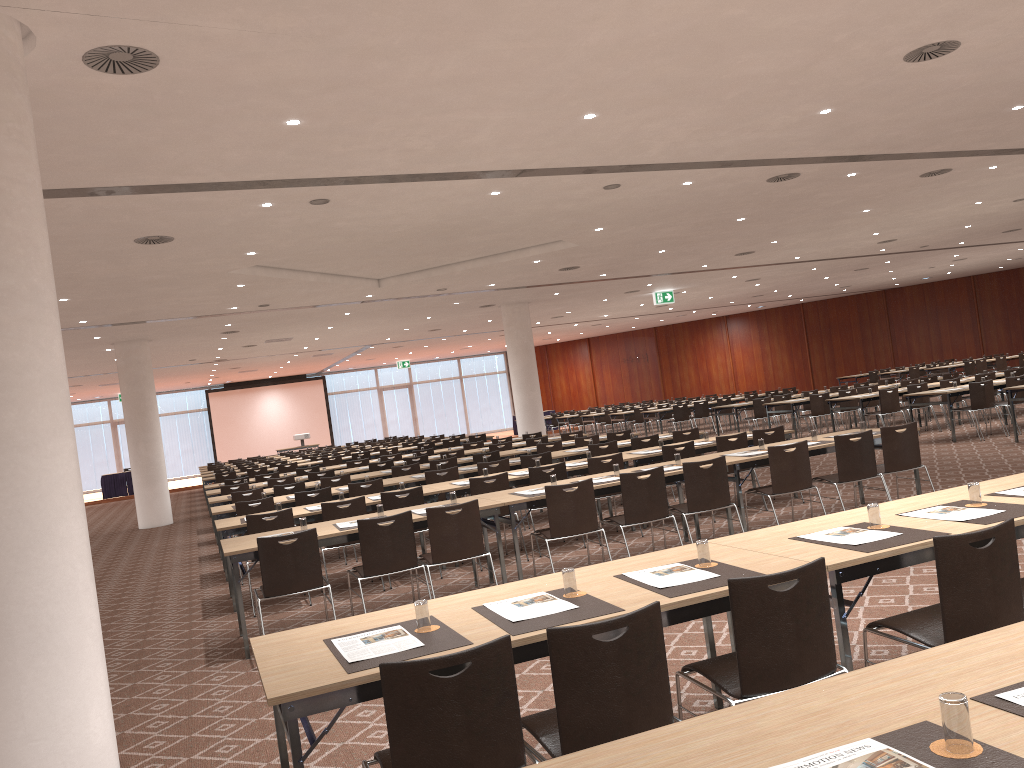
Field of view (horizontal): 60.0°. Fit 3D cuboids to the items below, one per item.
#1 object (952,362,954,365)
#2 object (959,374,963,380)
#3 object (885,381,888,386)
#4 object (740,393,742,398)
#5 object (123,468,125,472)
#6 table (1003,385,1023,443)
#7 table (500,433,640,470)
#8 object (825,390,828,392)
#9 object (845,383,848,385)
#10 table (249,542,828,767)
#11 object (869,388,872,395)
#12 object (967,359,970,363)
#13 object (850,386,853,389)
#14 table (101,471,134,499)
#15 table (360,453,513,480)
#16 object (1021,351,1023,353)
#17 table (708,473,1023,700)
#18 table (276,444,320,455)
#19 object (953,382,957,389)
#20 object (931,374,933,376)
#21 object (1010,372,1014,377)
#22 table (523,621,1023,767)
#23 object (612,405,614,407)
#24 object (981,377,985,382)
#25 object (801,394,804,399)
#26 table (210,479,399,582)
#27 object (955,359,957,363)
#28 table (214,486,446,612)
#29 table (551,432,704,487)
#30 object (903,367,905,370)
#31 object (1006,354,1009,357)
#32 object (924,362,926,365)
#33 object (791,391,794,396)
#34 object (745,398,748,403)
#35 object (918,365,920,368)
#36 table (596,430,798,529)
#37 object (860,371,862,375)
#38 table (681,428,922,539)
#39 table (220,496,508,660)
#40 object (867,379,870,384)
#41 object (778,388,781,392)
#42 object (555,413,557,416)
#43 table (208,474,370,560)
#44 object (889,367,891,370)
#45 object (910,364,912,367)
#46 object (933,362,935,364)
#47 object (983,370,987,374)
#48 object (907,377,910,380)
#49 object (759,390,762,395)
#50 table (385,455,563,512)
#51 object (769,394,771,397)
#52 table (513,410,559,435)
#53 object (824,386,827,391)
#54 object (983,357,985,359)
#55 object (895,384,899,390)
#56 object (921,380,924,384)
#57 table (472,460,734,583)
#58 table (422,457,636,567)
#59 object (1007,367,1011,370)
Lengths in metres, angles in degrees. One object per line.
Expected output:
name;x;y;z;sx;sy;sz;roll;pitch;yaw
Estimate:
object;13.616;-0.631;27.371;0.054;0.114;0.054;-8;0;14
object;8.937;-0.139;17.656;0.054;0.114;0.054;-8;0;14
object;8.251;-0.016;19.537;0.054;0.114;0.054;-8;0;36
object;6.379;0.320;24.709;0.054;0.114;0.054;-8;0;14
object;-13.773;3.058;31.478;0.054;0.114;0.054;-8;0;-9
table;8.681;0.312;13.327;2.266;0.833;0.953;-8;-1;-20
table;0.958;1.392;14.732;2.266;0.833;0.953;-8;-1;-20
object;6.745;0.182;18.987;0.054;0.114;0.054;-8;0;-31
object;8.168;0.028;21.635;0.054;0.114;0.054;-8;0;14
table;0.148;1.334;3.740;2.266;0.833;0.953;-8;-1;-20
object;6.819;0.140;16.871;0.054;0.114;0.054;-8;0;-9
object;14.208;-0.709;27.603;0.054;0.114;0.054;-8;0;14
object;7.350;0.103;19.201;0.054;0.114;0.054;-8;0;-31
table;-13.609;3.522;31.418;1.711;0.832;1.042;-8;-1;-20
table;-1.154;1.670;13.951;2.266;0.833;0.953;-8;-1;-20
object;16.321;-0.987;28.380;0.054;0.114;0.054;-8;0;36
table;2.261;1.057;4.520;2.266;0.833;0.953;-8;-1;-20
table;-8.047;2.791;33.491;1.539;0.832;0.953;-8;-1;-20
object;7.493;0.019;14.991;0.054;0.114;0.054;-8;0;-31
object;9.469;-0.176;19.983;0.054;0.114;0.054;-8;0;36
object;8.718;-0.142;15.444;0.054;0.114;0.054;-8;0;-31
table;0.828;1.212;1.862;2.266;0.833;0.953;-8;-1;-20
object;3.667;0.807;32.206;0.054;0.114;0.054;-8;0;36
object;8.094;-0.060;15.224;0.054;0.114;0.054;-8;0;-31
object;6.146;0.261;18.752;0.054;0.114;0.054;-8;0;-31
table;-2.587;1.825;11.293;2.266;0.833;0.953;-8;-1;-20
object;15.038;-0.785;30.026;0.054;0.114;0.054;-8;0;36
table;-1.907;1.703;9.415;2.266;0.833;0.953;-8;-1;-20
table;1.638;1.270;12.854;2.266;0.833;0.953;-8;-1;-20
object;12.929;-0.508;29.257;0.054;0.114;0.054;-8;0;14
object;15.729;-0.909;28.144;0.054;0.114;0.054;-8;0;36
object;14.950;-0.741;32.136;0.054;0.114;0.054;-8;0;14
object;6.658;0.226;21.085;0.054;0.114;0.054;-8;0;-31
object;5.463;0.384;20.644;0.054;0.114;0.054;-8;0;-31
object;13.527;-0.587;29.475;0.054;0.114;0.054;-8;0;14
table;2.318;1.148;10.976;2.266;0.833;0.953;-8;-1;-20
object;12.247;-0.386;31.126;0.054;0.114;0.054;-8;0;36
table;2.998;1.026;9.098;2.266;0.833;0.953;-8;-1;-20
table;-1.226;1.581;7.537;2.266;0.833;0.953;-8;-1;-20
object;8.787;-0.054;21.860;0.054;0.114;0.054;-8;0;14
object;7.583;0.162;25.139;0.054;0.114;0.054;-8;0;14
object;1.546;1.086;31.434;0.054;0.114;0.054;-8;0;-31
table;-3.267;1.947;13.171;2.266;0.833;0.953;-8;-1;-20
object;13.463;-0.546;31.576;0.054;0.114;0.054;-8;0;36
object;14.364;-0.664;31.913;0.054;0.114;0.054;-8;0;14
object;14.140;-0.667;29.687;0.054;0.114;0.054;-8;0;14
object;9.540;-0.218;17.882;0.054;0.114;0.054;-8;0;14
object;8.848;-0.094;19.760;0.054;0.114;0.054;-8;0;36
object;6.986;0.241;24.931;0.054;0.114;0.054;-8;0;14
table;-0.474;1.548;12.073;2.266;0.833;0.953;-8;-1;-20
object;6.066;0.304;20.855;0.054;0.114;0.054;-8;0;-31
table;0.974;1.605;36.806;1.711;0.832;1.042;-8;-1;-20
object;7.565;0.107;21.415;0.054;0.114;0.054;-8;0;14
object;14.813;-0.788;27.813;0.054;0.114;0.054;-8;0;14
object;7.417;0.061;17.099;0.054;0.114;0.054;-8;0;-9
object;8.021;-0.018;17.314;0.054;0.114;0.054;-8;0;-9
table;0.886;1.304;8.317;2.266;0.833;0.953;-8;-1;-20
table;0.206;1.426;10.195;2.266;0.833;0.953;-8;-1;-20
object;10.149;-0.298;18.105;0.054;0.114;0.054;-8;0;14
